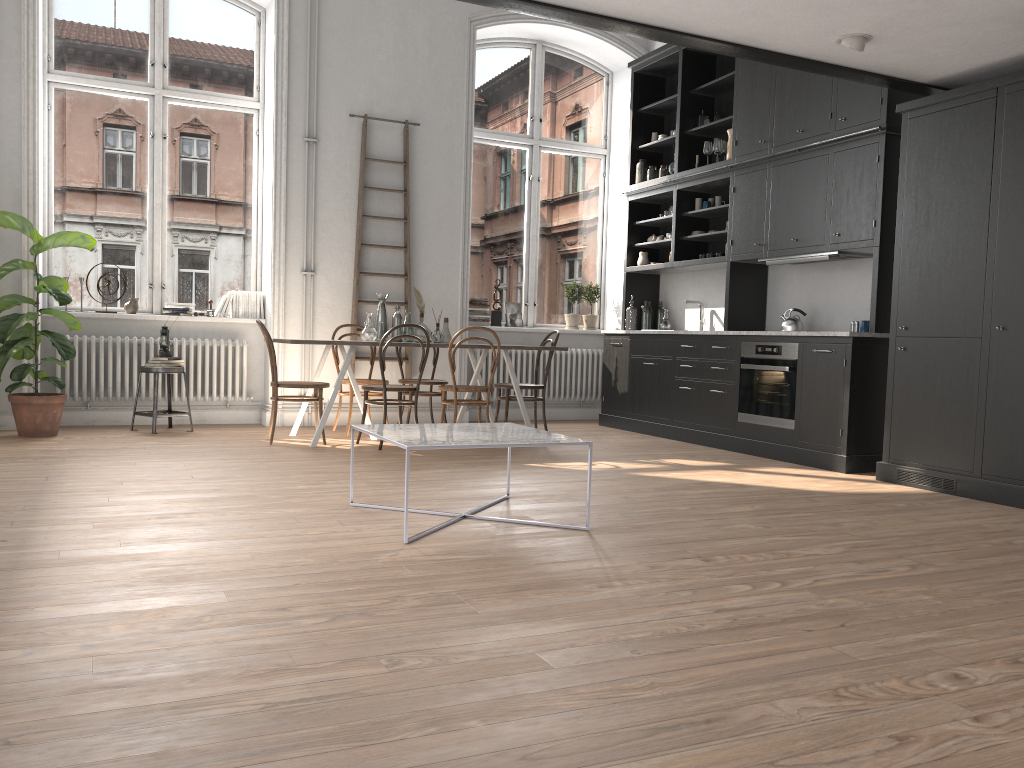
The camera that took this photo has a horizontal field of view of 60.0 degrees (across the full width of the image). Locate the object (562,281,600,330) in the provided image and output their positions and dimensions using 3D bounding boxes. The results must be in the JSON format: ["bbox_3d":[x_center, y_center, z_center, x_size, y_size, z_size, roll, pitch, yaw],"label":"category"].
[{"bbox_3d":[0.736,-0.838,9.440,0.500,0.524,0.234,0,4,-36],"label":"object"}]

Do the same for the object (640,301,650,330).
[{"bbox_3d":[1.316,-0.671,8.755,0.086,0.301,0.086,-1,4,-39],"label":"object"}]

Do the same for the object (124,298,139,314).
[{"bbox_3d":[-3.245,-0.667,7.562,0.102,0.142,0.100,4,4,39],"label":"object"}]

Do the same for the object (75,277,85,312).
[{"bbox_3d":[-3.582,-0.741,7.380,0.095,0.289,0.095,2,3,-3],"label":"object"}]

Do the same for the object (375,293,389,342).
[{"bbox_3d":[-1.052,-0.535,7.161,0.116,0.383,0.116,1,3,-14],"label":"object"}]

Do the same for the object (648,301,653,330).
[{"bbox_3d":[1.370,-0.676,8.867,0.086,0.301,0.086,1,3,-11],"label":"object"}]

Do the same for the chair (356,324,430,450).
[{"bbox_3d":[-0.886,0.010,6.628,0.438,0.921,0.549,0,4,-30],"label":"chair"}]

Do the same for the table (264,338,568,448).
[{"bbox_3d":[-0.788,0.056,7.155,2.200,0.780,1.099,0,3,-25],"label":"table"}]

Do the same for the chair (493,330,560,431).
[{"bbox_3d":[0.114,-0.004,7.523,0.549,0.921,0.437,1,3,-13],"label":"chair"}]

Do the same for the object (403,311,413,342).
[{"bbox_3d":[-0.846,-0.468,7.218,0.100,0.255,0.098,5,4,42],"label":"object"}]

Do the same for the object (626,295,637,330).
[{"bbox_3d":[1.182,-0.702,8.762,0.109,0.349,0.109,-1,5,-44],"label":"object"}]

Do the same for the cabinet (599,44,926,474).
[{"bbox_3d":[1.872,-1.278,7.413,0.635,3.585,3.249,0,4,-25],"label":"cabinet"}]

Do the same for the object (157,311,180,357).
[{"bbox_3d":[-2.805,-0.410,7.231,0.154,0.383,0.163,4,4,38],"label":"object"}]

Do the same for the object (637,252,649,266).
[{"bbox_3d":[1.297,-1.222,8.728,0.115,0.144,0.127,5,4,44],"label":"object"}]

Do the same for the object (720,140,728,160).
[{"bbox_3d":[1.844,-1.994,7.689,0.083,0.221,0.083,0,4,-26],"label":"object"}]

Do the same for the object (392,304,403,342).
[{"bbox_3d":[-0.917,-0.488,7.103,0.086,0.301,0.086,-1,4,-39],"label":"object"}]

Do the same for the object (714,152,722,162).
[{"bbox_3d":[1.809,-1.999,7.763,0.083,0.221,0.083,0,4,-33],"label":"object"}]

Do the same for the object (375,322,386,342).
[{"bbox_3d":[-1.045,-0.416,7.048,0.083,0.158,0.083,0,4,-29],"label":"object"}]

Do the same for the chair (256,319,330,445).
[{"bbox_3d":[-1.660,-0.018,6.716,0.549,0.921,0.437,1,3,-17],"label":"chair"}]

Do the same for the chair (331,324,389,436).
[{"bbox_3d":[-1.277,-0.045,7.480,0.438,0.921,0.549,0,4,-27],"label":"chair"}]

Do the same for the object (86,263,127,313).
[{"bbox_3d":[-3.416,-0.809,7.475,0.347,0.425,0.087,2,3,7],"label":"object"}]

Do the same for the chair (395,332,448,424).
[{"bbox_3d":[-0.792,-0.046,7.794,0.438,0.921,0.549,1,3,-18],"label":"chair"}]

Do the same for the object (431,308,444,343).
[{"bbox_3d":[-0.605,-0.475,7.239,0.107,0.284,0.106,0,4,-30],"label":"object"}]

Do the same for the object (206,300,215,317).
[{"bbox_3d":[-2.650,-0.665,7.801,0.088,0.153,0.048,4,4,35],"label":"object"}]

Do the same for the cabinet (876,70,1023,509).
[{"bbox_3d":[2.944,-0.523,5.117,0.633,2.373,1.400,0,4,-25],"label":"cabinet"}]

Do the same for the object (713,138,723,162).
[{"bbox_3d":[1.766,-1.993,7.617,0.083,0.221,0.083,3,4,21],"label":"object"}]

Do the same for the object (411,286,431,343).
[{"bbox_3d":[-0.722,-0.553,7.092,0.157,0.446,0.157,1,3,-7],"label":"object"}]

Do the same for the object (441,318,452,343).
[{"bbox_3d":[-0.547,-0.444,7.352,0.101,0.212,0.101,3,3,14],"label":"object"}]

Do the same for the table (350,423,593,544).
[{"bbox_3d":[-0.217,0.419,4.087,0.849,0.392,0.849,0,3,-25],"label":"table"}]

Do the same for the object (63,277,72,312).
[{"bbox_3d":[-3.712,-0.745,7.382,0.095,0.289,0.095,2,3,6],"label":"object"}]

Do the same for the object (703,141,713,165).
[{"bbox_3d":[1.709,-2.000,7.734,0.083,0.221,0.083,2,3,6],"label":"object"}]

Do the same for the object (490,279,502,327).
[{"bbox_3d":[-0.155,-0.827,9.020,0.122,0.488,0.102,2,3,-1],"label":"object"}]

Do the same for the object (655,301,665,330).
[{"bbox_3d":[1.472,-0.669,8.798,0.086,0.301,0.086,3,4,21],"label":"object"}]

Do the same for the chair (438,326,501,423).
[{"bbox_3d":[-0.341,0.016,6.843,0.438,0.921,0.549,1,3,-14],"label":"chair"}]

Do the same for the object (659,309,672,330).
[{"bbox_3d":[1.506,-0.623,8.677,0.132,0.219,0.120,0,4,-25],"label":"object"}]

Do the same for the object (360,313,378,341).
[{"bbox_3d":[-1.106,-0.441,6.877,0.132,0.219,0.132,-1,4,-36],"label":"object"}]

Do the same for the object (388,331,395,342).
[{"bbox_3d":[-0.951,-0.379,6.990,0.058,0.094,0.058,2,3,3],"label":"object"}]

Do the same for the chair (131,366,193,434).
[{"bbox_3d":[-2.831,0.119,7.185,0.360,0.523,0.364,4,4,38],"label":"chair"}]

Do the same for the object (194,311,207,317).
[{"bbox_3d":[-2.752,-0.618,7.818,0.088,0.048,0.153,3,3,15],"label":"object"}]

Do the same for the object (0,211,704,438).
[{"bbox_3d":[-1.120,-0.501,7.432,5.827,1.843,0.791,1,3,-20],"label":"object"}]
